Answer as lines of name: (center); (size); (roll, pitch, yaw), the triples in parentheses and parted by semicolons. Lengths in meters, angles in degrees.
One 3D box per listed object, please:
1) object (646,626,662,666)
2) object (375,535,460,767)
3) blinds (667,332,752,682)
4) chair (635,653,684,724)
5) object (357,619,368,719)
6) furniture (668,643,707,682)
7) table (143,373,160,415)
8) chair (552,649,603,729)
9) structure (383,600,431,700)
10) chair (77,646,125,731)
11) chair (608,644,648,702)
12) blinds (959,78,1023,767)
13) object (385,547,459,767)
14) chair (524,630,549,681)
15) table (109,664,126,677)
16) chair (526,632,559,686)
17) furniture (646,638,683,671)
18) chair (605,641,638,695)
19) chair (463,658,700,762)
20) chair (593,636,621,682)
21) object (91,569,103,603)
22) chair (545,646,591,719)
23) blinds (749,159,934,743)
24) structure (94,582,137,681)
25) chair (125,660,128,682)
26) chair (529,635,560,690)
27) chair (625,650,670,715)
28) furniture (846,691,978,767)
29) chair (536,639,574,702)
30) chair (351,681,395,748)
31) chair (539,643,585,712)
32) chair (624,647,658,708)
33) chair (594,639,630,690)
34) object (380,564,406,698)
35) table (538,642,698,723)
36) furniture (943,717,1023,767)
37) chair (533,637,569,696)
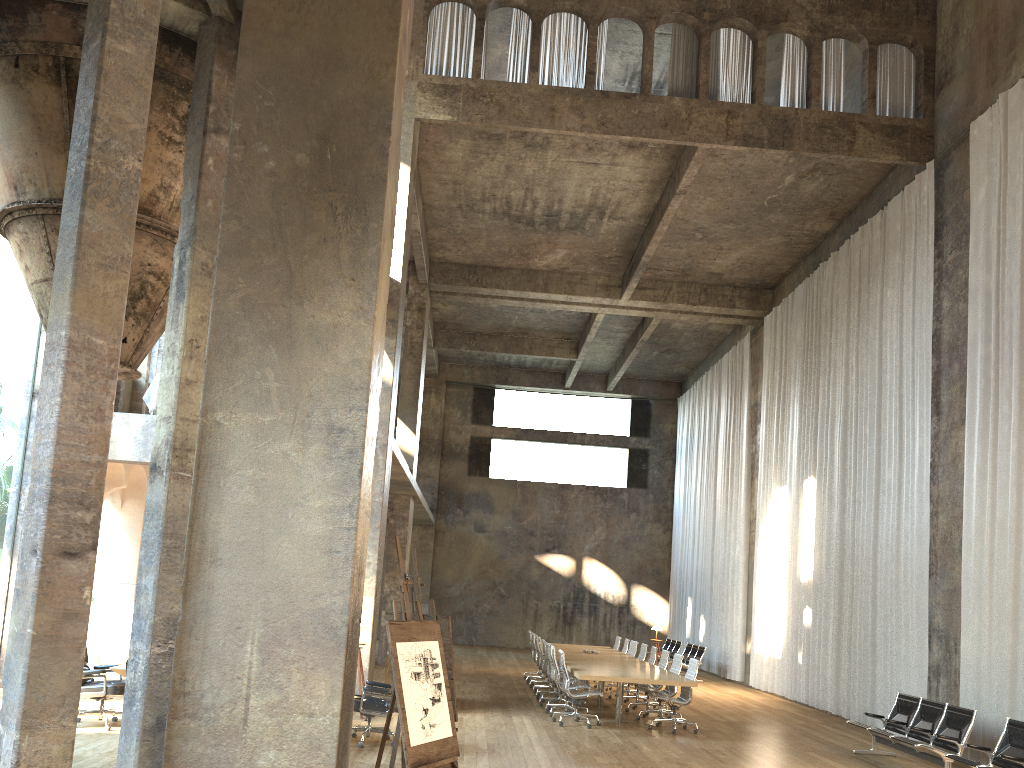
object: (3.186, 6.158, 20.051); (0.571, 1.275, 0.669); (0, -9, 31)
object: (-0.649, 2.093, 5.916); (0.684, 2.110, 0.713); (1, -7, 24)
blinds: (5.478, 3.777, 25.212); (0.275, 8.492, 7.976); (4, -10, -3)
chair: (2.263, 4.638, 13.448); (0.699, 1.008, 0.678); (4, -8, 2)
object: (-2.222, 3.843, 11.959); (0.571, 1.275, 0.669); (4, -8, -2)
furniture: (4.224, 6.874, 21.827); (0.708, 0.826, 1.909); (4, -12, -2)
table: (-4.892, 0.339, 14.067); (1.750, 0.788, 1.137); (4, -11, -2)
chair: (0.944, 4.311, 12.467); (0.698, 1.008, 0.678); (3, -8, 4)
structure: (-1.610, 4.163, 13.680); (0.594, 1.521, 0.756); (4, -8, -2)
chair: (-4.593, 3.363, 9.826); (0.822, 0.877, 0.743); (5, -9, -7)
chair: (2.139, 5.273, 16.130); (0.698, 1.008, 0.678); (3, -8, 4)
blinds: (6.259, -0.301, 7.995); (0.275, 8.492, 7.979); (4, -10, -1)
object: (-0.840, 2.529, 7.790); (0.702, 2.110, 0.695); (0, -8, 30)
chair: (0.622, 5.792, 18.729); (0.698, 1.008, 0.678); (3, -8, 4)
table: (-3.114, 3.570, 9.869); (2.410, 0.688, 1.126); (4, -11, -2)
chair: (0.663, 5.568, 17.786); (0.699, 1.008, 0.678); (4, -8, 2)
furniture: (4.117, 7.437, 24.202); (0.708, 0.826, 1.909); (4, -12, -2)
chair: (2.085, 5.491, 17.057); (0.699, 1.008, 0.677); (4, -8, -2)
chair: (-0.529, 4.214, 12.458); (12.953, 1.013, 32.140); (4, -13, -2)
chair: (1.979, 5.894, 18.767); (0.698, 1.008, 0.678); (3, -8, 4)
object: (-6.048, 2.834, 12.187); (0.689, 0.923, 0.874); (6, -10, -11)
chair: (0.870, 4.512, 13.325); (0.698, 1.008, 0.678); (3, -8, 6)
blinds: (5.869, 1.735, 16.590); (0.275, 8.492, 7.979); (4, -10, -1)
structure: (-5.480, 3.642, 12.620); (0.594, 1.521, 0.756); (4, -8, -2)
chair: (-3.584, 3.259, 9.103); (0.730, 0.877, 0.837); (4, -10, -1)
chair: (0.706, 5.352, 16.874); (0.698, 1.008, 0.678); (3, -8, 4)
chair: (2.219, 4.854, 14.361); (0.698, 1.008, 0.678); (3, -8, 4)
furniture: (4.786, 4.235, 10.668); (0.708, 0.826, 1.909); (4, -12, -2)
chair: (0.787, 4.933, 15.104); (0.698, 1.008, 0.678); (3, -8, 4)
chair: (-1.558, 3.596, 9.926); (0.821, 0.877, 0.743); (5, -9, -6)
chair: (0.823, 4.713, 14.176); (0.699, 1.008, 0.677); (4, -8, -2)
chair: (2.176, 5.065, 15.255); (0.698, 1.008, 0.678); (3, -8, 6)
chair: (2.047, 5.693, 17.909); (0.698, 1.008, 0.678); (3, -8, 6)
object: (-1.530, 3.689, 12.822); (0.685, 2.110, 0.712); (4, -7, -3)
table: (1.494, 5.217, 15.536); (1.601, 0.744, 7.870); (4, -13, -2)
furniture: (4.894, 3.673, 8.293); (0.708, 0.826, 1.909); (4, -12, -2)
chair: (0.750, 5.141, 15.980); (0.698, 1.008, 0.678); (3, -8, 6)
